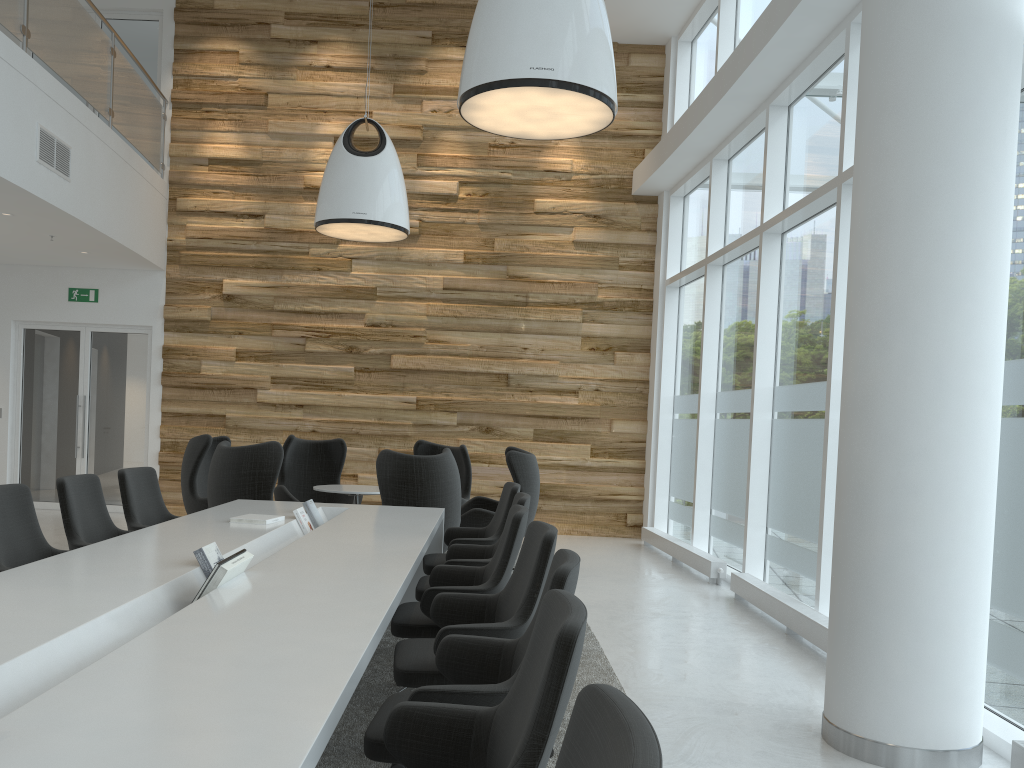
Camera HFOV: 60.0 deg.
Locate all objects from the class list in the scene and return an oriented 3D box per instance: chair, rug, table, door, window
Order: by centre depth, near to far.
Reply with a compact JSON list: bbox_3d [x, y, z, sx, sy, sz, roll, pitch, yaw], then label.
[{"bbox_3d":[-0.121,0.952,1.266,0.674,0.967,0.685,3,0,-2],"label":"chair"},{"bbox_3d":[-0.149,0.986,2.084,0.674,0.967,0.685,3,0,-2],"label":"chair"},{"bbox_3d":[-0.104,1.021,2.846,0.674,0.967,0.685,3,0,3],"label":"chair"},{"bbox_3d":[-1.188,1.105,3.199,1.500,0.740,6.556,3,-2,-1],"label":"table"},{"bbox_3d":[-1.365,1.482,3.544,3.939,0.010,13.447,3,-2,-1],"label":"rug"},{"bbox_3d":[-0.141,1.053,3.631,0.674,0.967,0.685,3,0,-7],"label":"chair"},{"bbox_3d":[-2.243,0.987,4.300,0.674,0.967,0.685,3,0,-2],"label":"chair"},{"bbox_3d":[-0.241,1.080,4.365,0.674,0.967,0.685,3,0,-2],"label":"chair"},{"bbox_3d":[-2.271,1.021,5.119,0.674,0.967,0.685,3,0,-2],"label":"chair"},{"bbox_3d":[-0.214,1.116,5.179,0.674,0.967,0.685,3,0,-2],"label":"chair"},{"bbox_3d":[-2.286,1.055,5.932,0.674,0.967,0.685,3,0,3],"label":"chair"},{"bbox_3d":[-0.266,1.152,6.054,0.674,0.967,0.685,3,0,-7],"label":"chair"},{"bbox_3d":[-18.174,-2.197,7.240,62.806,6.147,30.864,1,-3,39],"label":"window"},{"bbox_3d":[-0.853,1.088,7.338,0.915,1.154,0.915,3,0,-41],"label":"chair"},{"bbox_3d":[-2.036,1.035,7.338,0.913,1.154,0.918,3,0,19],"label":"chair"},{"bbox_3d":[-2.626,1.050,8.314,0.917,1.154,0.913,3,0,-11],"label":"chair"},{"bbox_3d":[-1.475,1.327,8.336,0.798,0.697,0.800,2,-1,23],"label":"table"},{"bbox_3d":[-0.208,1.163,8.396,0.917,1.154,0.913,3,0,-11],"label":"chair"},{"bbox_3d":[-2.057,1.120,9.338,0.915,1.154,0.915,3,0,-41],"label":"chair"},{"bbox_3d":[-0.892,1.174,9.368,0.913,1.154,0.918,3,0,19],"label":"chair"},{"bbox_3d":[-5.319,-3.533,11.254,1.805,2.405,0.132,3,1,1],"label":"door"},{"bbox_3d":[-5.498,0.431,11.358,1.805,2.405,0.132,3,1,1],"label":"door"}]

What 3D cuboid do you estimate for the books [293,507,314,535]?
[{"bbox_3d":[-1.275,0.880,5.494,0.139,0.223,0.162,3,0,-1],"label":"books"}]

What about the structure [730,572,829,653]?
[{"bbox_3d":[1.977,1.642,6.138,0.150,0.214,2.689,3,-2,-3],"label":"structure"}]

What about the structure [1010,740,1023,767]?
[{"bbox_3d":[2.056,1.476,2.211,0.150,0.214,2.689,3,-2,1],"label":"structure"}]

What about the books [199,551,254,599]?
[{"bbox_3d":[-1.119,0.784,3.401,0.158,0.241,0.352,3,-1,-1],"label":"books"}]

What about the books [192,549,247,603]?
[{"bbox_3d":[-1.134,0.765,3.381,0.139,0.230,0.356,3,-1,-1],"label":"books"}]

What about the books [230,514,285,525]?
[{"bbox_3d":[-1.496,0.795,5.216,0.224,0.026,0.264,2,-2,8],"label":"books"}]

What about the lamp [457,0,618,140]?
[{"bbox_3d":[0.219,-3.305,4.849,0.882,3.652,0.884,4,2,42],"label":"lamp"}]

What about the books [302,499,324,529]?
[{"bbox_3d":[-1.287,0.886,5.832,0.153,0.241,0.182,3,0,-1],"label":"books"}]

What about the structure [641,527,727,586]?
[{"bbox_3d":[1.752,1.768,9.289,0.150,0.214,2.688,3,-2,-5],"label":"structure"}]

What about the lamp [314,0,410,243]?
[{"bbox_3d":[-1.314,-3.229,8.219,0.882,3.652,0.884,4,2,37],"label":"lamp"}]

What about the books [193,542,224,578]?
[{"bbox_3d":[-1.239,0.797,3.735,0.153,0.239,0.190,3,0,-1],"label":"books"}]
